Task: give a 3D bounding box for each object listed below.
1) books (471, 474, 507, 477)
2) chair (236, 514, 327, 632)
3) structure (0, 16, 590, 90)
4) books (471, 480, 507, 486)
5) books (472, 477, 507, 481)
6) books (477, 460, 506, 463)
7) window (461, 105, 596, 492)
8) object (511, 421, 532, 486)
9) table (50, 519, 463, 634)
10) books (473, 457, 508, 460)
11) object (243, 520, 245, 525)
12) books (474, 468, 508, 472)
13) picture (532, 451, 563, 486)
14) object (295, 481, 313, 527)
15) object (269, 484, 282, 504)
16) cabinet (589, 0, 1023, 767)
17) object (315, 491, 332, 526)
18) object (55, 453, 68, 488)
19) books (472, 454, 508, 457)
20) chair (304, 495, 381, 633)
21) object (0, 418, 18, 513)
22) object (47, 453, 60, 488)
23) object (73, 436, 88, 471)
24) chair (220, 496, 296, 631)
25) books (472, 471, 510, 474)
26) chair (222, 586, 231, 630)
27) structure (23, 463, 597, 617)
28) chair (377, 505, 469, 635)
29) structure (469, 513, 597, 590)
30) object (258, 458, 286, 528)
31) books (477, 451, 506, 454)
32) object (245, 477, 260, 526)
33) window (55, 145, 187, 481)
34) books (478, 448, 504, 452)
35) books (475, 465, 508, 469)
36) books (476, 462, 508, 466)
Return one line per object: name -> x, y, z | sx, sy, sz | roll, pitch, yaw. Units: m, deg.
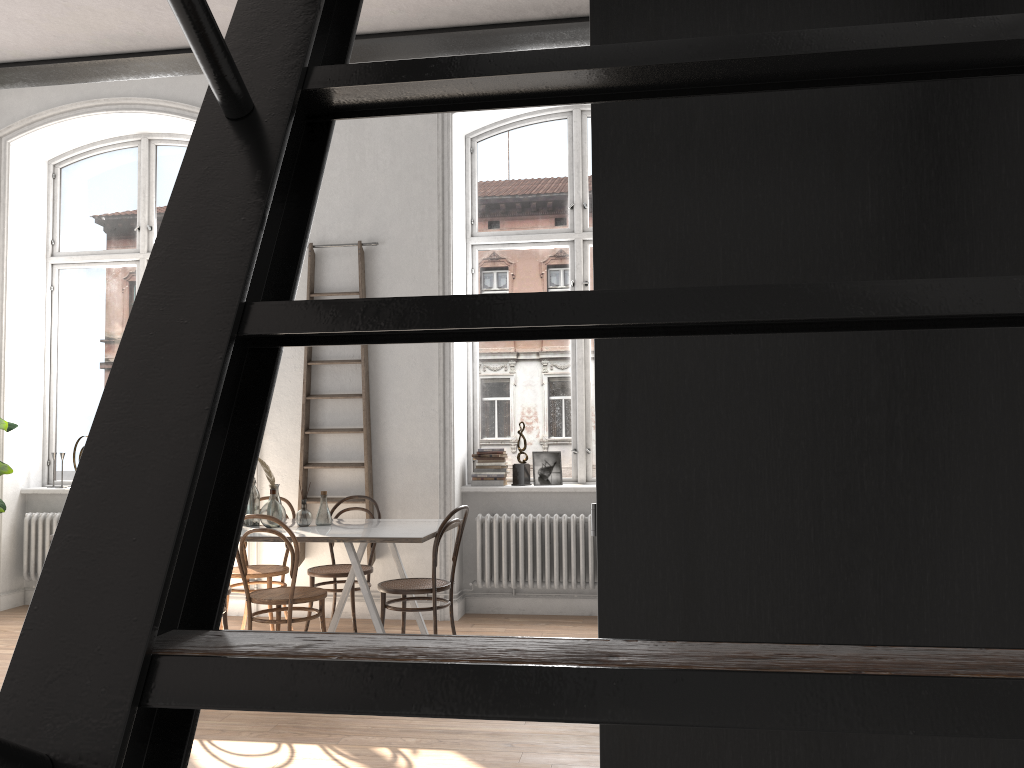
books -> -0.170, 0.699, 6.775 | 0.249, 0.023, 0.175 | -1, -4, 9
chair -> -1.287, 1.169, 4.964 | 0.438, 0.920, 0.549 | -2, -3, 19
structure -> -2.349, -1.674, 0.899 | 5.927, 1.212, 4.160 | -1, -4, 8
books -> -0.172, 0.754, 6.774 | 0.248, 0.043, 0.192 | -1, -4, 8
books -> -0.170, 0.722, 6.774 | 0.249, 0.023, 0.175 | -1, -4, 4
books -> -0.156, 0.589, 6.791 | 0.205, 0.022, 0.155 | -1, -4, 3
window -> 7.155, -4.960, 9.201 | 14.385, 15.928, 26.410 | -1, -3, 8
object -> 0.070, 0.529, 6.766 | 0.122, 0.488, 0.102 | -3, -4, 33
table -> -1.487, 1.271, 5.463 | 2.200, 0.779, 1.101 | -1, -3, 8
books -> -0.162, 0.569, 6.793 | 0.244, 0.019, 0.174 | -1, -4, 8
object -> -1.705, 0.705, 5.683 | 0.116, 0.382, 0.116 | -2, -3, 20
books -> -0.160, 0.659, 6.792 | 0.245, 0.028, 0.193 | -1, -4, 3
picture -> 0.263, 0.647, 6.773 | 0.221, 0.264, 0.149 | 0, -3, -8
object -> -1.289, 0.739, 5.496 | 0.107, 0.283, 0.107 | -1, -3, 3
object -> -1.501, 0.762, 5.610 | 0.098, 0.255, 0.100 | 0, -3, -15
cabinet -> 0.493, 0.226, 1.796 | 0.633, 2.370, 1.401 | -1, -3, 8
object -> -1.179, 0.777, 5.554 | 0.101, 0.211, 0.101 | 2, -4, -42
object -> -3.692, 0.708, 7.279 | 0.095, 0.288, 0.095 | -2, -4, 31
books -> -0.170, 0.548, 6.796 | 0.231, 0.023, 0.162 | -2, -4, 24
chair -> -1.136, 1.232, 6.007 | 0.438, 0.920, 0.549 | -1, -3, 15
object -> -1.612, 0.770, 5.942 | 5.827, 1.841, 0.792 | -1, -3, 14
object -> -3.799, 0.714, 7.353 | 0.095, 0.288, 0.095 | -3, -4, 40
object -> -3.502, 0.638, 7.275 | 0.347, 0.425, 0.087 | -3, -4, 41
chair -> -1.715, 1.238, 6.013 | 0.438, 0.920, 0.549 | -1, -3, 6
books -> -0.159, 0.680, 6.790 | 0.255, 0.014, 0.193 | -1, -4, 12
chair -> -1.860, 1.182, 5.086 | 0.438, 0.920, 0.549 | -1, -3, 4
structure -> -1.377, -0.495, 6.797 | 5.182, 4.472, 0.340 | -1, -3, 9
chair -> -0.532, 1.181, 5.280 | 0.549, 0.920, 0.438 | -2, -3, 21
structure -> 0.475, 1.225, 6.504 | 1.577, 0.552, 0.194 | -1, -3, 8
object -> -1.469, 0.656, 5.448 | 0.157, 0.446, 0.157 | -2, -4, 26
books -> -0.157, 0.526, 6.795 | 0.205, 0.020, 0.155 | -1, -4, 8
object -> -1.624, 0.736, 5.556 | 0.086, 0.301, 0.086 | 0, -3, -6
window -> -3.086, -0.612, 7.471 | 1.622, 2.841, 0.013 | -1, -3, 8
books -> -0.161, 0.505, 6.806 | 0.201, 0.024, 0.159 | 0, -4, -2
books -> -0.156, 0.634, 6.789 | 0.205, 0.022, 0.155 | -2, -4, 23
books -> -0.152, 0.611, 6.795 | 0.222, 0.024, 0.158 | -1, -4, 8
